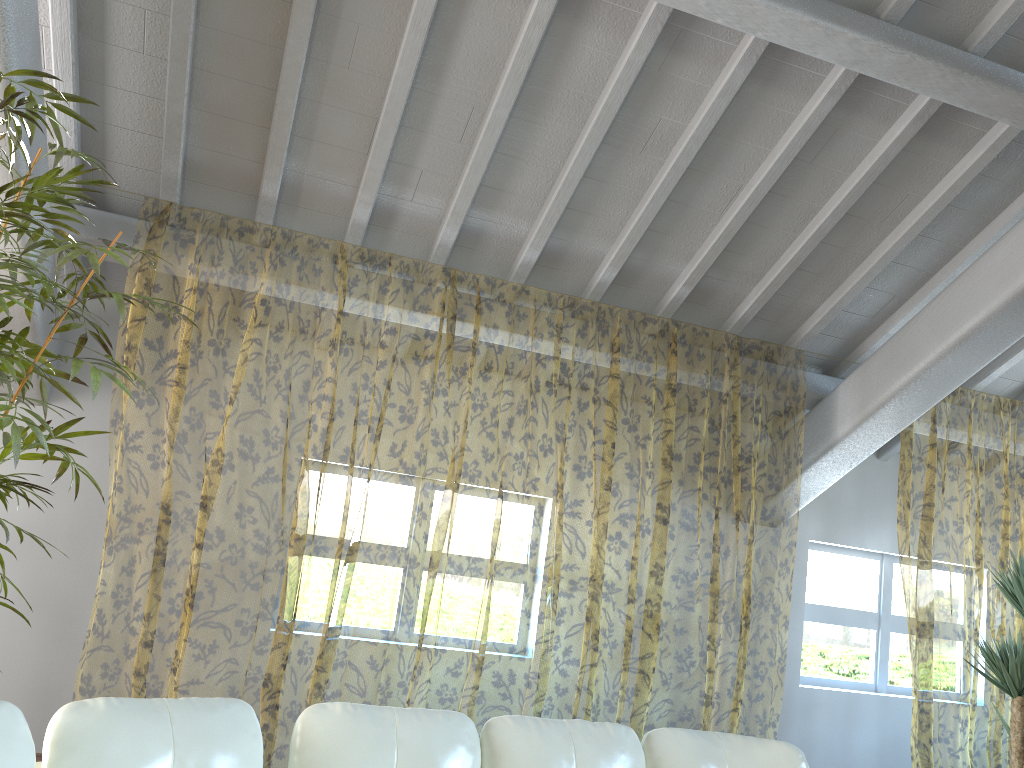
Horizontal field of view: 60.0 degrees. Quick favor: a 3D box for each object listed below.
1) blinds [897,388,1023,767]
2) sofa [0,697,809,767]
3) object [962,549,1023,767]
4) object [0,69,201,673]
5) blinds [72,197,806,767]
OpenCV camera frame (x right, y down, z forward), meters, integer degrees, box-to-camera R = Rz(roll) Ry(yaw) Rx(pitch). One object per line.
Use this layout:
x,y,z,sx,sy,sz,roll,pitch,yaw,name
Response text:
3.378,1.443,5.280,2.780,2.546,0.306,11,-12,-16,blinds
-0.300,1.137,1.794,3.047,0.805,1.359,16,-14,-37,sofa
2.266,1.532,3.895,0.564,1.586,0.588,5,-12,16,object
-1.696,0.219,2.505,1.399,2.473,1.177,6,-11,8,object
-0.162,0.736,4.197,3.505,2.546,0.306,11,-12,-16,blinds
